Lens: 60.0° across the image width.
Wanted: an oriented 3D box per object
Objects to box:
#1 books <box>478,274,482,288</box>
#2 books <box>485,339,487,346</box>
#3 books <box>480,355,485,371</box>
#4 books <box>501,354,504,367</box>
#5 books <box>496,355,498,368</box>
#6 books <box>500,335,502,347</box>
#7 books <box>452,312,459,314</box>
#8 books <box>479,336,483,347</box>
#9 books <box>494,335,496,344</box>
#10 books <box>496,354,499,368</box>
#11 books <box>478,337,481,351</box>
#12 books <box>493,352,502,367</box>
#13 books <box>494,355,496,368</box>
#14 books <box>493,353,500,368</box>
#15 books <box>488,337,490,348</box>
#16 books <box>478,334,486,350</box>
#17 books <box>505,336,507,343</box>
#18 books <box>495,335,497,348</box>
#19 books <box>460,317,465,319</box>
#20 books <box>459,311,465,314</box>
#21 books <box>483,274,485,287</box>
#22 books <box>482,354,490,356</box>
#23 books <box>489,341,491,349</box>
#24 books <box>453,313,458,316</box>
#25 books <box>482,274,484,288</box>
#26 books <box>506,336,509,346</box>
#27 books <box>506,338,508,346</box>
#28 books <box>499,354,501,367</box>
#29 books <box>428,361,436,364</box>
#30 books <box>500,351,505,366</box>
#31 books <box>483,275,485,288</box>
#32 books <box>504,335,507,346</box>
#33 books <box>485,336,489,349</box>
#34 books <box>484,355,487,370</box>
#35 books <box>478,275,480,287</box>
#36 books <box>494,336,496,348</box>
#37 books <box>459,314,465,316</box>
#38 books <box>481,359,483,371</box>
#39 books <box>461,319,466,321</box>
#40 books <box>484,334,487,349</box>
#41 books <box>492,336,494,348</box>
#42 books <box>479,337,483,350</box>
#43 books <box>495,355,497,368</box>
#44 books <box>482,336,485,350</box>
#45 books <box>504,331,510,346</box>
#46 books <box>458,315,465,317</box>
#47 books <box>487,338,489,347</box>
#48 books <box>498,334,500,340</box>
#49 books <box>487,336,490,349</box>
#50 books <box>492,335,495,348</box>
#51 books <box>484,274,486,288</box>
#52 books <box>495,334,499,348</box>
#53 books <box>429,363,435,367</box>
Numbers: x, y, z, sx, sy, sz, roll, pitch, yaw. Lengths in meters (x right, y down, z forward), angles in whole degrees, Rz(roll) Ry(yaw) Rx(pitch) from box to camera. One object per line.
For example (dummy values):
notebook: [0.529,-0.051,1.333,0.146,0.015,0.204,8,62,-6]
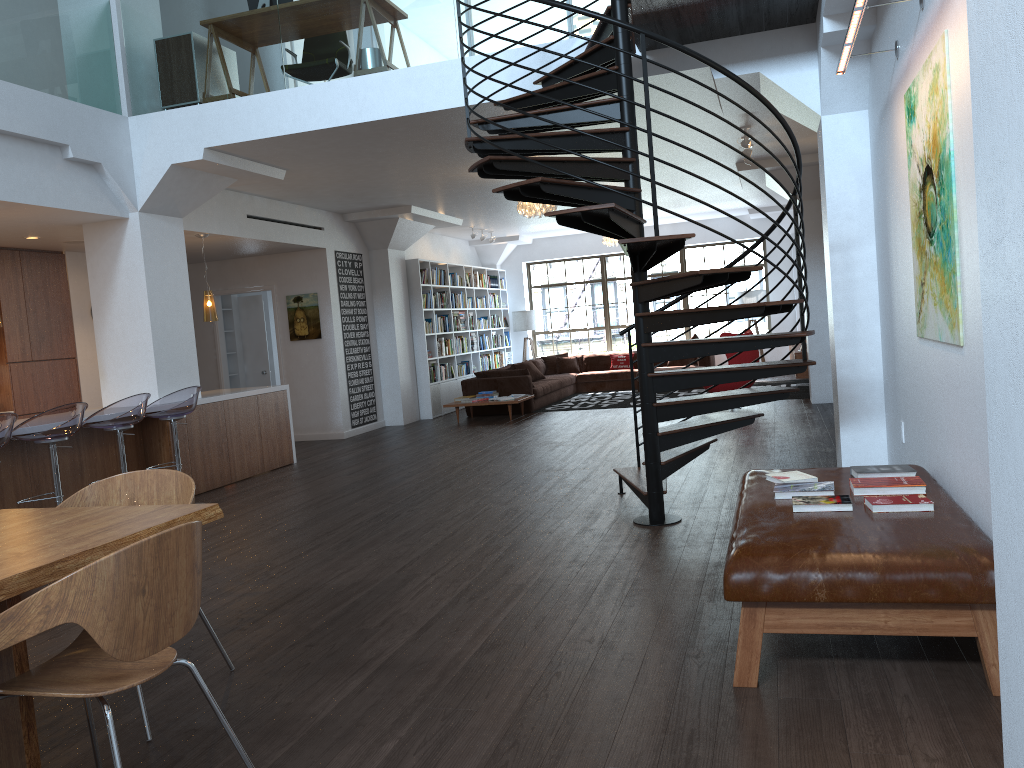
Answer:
books: [-0.647,-1.863,16.121,0.171,0.246,0.057,-4,4,17]
books: [-0.548,-0.736,16.215,0.161,0.222,0.084,-4,4,17]
books: [-0.599,-0.369,15.984,0.198,0.284,0.066,-4,4,16]
books: [-0.259,-0.452,17.124,0.171,0.246,0.057,-4,4,17]
books: [-0.370,-0.416,16.767,0.174,0.240,0.048,-4,4,17]
books: [-0.277,-0.821,17.137,0.168,0.228,0.139,-4,4,17]
books: [-1.017,-1.179,14.718,0.223,0.027,0.161,-3,4,26]
books: [-0.622,-0.731,15.959,0.182,0.255,0.077,-4,4,17]
books: [-0.397,-0.798,16.743,0.183,0.253,0.039,-4,4,17]
books: [-0.341,-0.430,16.829,0.183,0.253,0.037,-4,4,17]
books: [-0.657,-0.719,15.822,0.182,0.255,0.077,-4,4,17]
books: [-0.281,-0.467,16.987,0.140,0.298,0.044,-4,4,17]
books: [-0.396,-0.414,16.657,0.183,0.253,0.036,-4,4,17]
books: [-0.342,-0.449,16.888,0.198,0.284,0.066,-4,4,17]
books: [-0.493,-0.750,16.368,0.161,0.222,0.084,-4,4,17]
books: [-0.587,-0.760,16.104,0.197,0.290,0.136,-4,4,17]
books: [-0.188,-0.841,17.415,0.161,0.218,0.101,-4,4,17]
books: [-0.374,-0.802,16.807,0.171,0.246,0.036,-4,4,17]
books: [-0.918,-1.122,15.132,0.161,0.033,0.223,-4,4,17]
books: [-0.910,-1.212,15.134,0.129,0.043,0.185,-3,4,31]
books: [-0.586,-1.884,16.334,0.160,0.250,0.026,-4,4,17]
books: [-0.486,-0.405,16.348,0.176,0.290,0.036,-4,4,16]
books: [-0.486,-0.751,16.402,0.161,0.218,0.101,-4,4,17]
books: [-1.015,-1.144,14.744,0.174,0.045,0.240,-4,4,16]
books: [-0.613,-1.876,16.231,0.183,0.253,0.034,-4,4,17]
books: [-0.163,-0.844,17.500,0.161,0.213,0.146,-4,4,17]
books: [-0.172,-0.842,17.450,0.161,0.213,0.118,-4,4,17]
books: [-0.311,-0.437,16.945,0.189,0.247,0.057,-4,4,17]
books: [-1.300,-0.327,13.591,0.223,0.027,0.161,-3,4,26]
books: [-0.240,-0.481,17.202,0.176,0.290,0.053,-4,4,17]
books: [-0.603,-1.875,16.303,0.174,0.240,0.045,-4,4,17]
books: [-0.200,-0.845,17.354,0.172,0.235,0.112,-4,4,17]
books: [-0.533,-0.750,16.247,0.174,0.242,0.105,-4,4,17]
books: [-0.560,-0.382,16.087,0.176,0.290,0.053,-4,4,16]
books: [-0.683,-1.854,16.079,0.174,0.240,0.045,-4,4,17]
books: [-0.392,-0.782,16.706,0.161,0.223,0.030,-4,4,17]
books: [-0.912,-1.178,15.141,0.144,0.024,0.208,-3,4,22]
books: [-0.608,-0.332,15.902,0.161,0.223,0.026,-4,4,16]
books: [-0.911,-1.086,15.127,0.183,0.042,0.253,-4,4,17]
books: [-0.566,-0.767,16.163,0.176,0.293,0.125,-4,4,17]
books: [-0.428,-0.773,16.602,0.161,0.223,0.030,-4,4,17]
books: [-0.627,-0.722,15.920,0.174,0.243,0.085,-4,4,17]
books: [-0.382,-0.417,16.689,0.183,0.253,0.037,-4,4,17]
books: [-0.599,-0.734,16.001,0.182,0.253,0.098,-4,4,17]
books: [-0.137,-0.894,17.594,0.176,0.290,0.053,-4,4,17]
books: [-0.928,-1.152,15.157,0.223,0.027,0.161,-4,4,6]
books: [-0.522,-0.759,16.298,0.170,0.251,0.118,-4,4,17]
books: [-0.312,-0.822,17.019,0.160,0.251,0.039,-4,4,17]
books: [-0.511,-0.760,16.340,0.159,0.248,0.089,-4,4,17]
books: [-0.417,-0.791,16.639,0.174,0.251,0.051,-4,4,17]
books: [-0.575,-1.888,16.361,0.183,0.253,0.034,-4,4,17]
books: [-0.340,-0.815,16.922,0.183,0.253,0.042,-4,4,17]
books: [-1.299,-0.292,13.617,0.174,0.045,0.240,-4,4,6]
